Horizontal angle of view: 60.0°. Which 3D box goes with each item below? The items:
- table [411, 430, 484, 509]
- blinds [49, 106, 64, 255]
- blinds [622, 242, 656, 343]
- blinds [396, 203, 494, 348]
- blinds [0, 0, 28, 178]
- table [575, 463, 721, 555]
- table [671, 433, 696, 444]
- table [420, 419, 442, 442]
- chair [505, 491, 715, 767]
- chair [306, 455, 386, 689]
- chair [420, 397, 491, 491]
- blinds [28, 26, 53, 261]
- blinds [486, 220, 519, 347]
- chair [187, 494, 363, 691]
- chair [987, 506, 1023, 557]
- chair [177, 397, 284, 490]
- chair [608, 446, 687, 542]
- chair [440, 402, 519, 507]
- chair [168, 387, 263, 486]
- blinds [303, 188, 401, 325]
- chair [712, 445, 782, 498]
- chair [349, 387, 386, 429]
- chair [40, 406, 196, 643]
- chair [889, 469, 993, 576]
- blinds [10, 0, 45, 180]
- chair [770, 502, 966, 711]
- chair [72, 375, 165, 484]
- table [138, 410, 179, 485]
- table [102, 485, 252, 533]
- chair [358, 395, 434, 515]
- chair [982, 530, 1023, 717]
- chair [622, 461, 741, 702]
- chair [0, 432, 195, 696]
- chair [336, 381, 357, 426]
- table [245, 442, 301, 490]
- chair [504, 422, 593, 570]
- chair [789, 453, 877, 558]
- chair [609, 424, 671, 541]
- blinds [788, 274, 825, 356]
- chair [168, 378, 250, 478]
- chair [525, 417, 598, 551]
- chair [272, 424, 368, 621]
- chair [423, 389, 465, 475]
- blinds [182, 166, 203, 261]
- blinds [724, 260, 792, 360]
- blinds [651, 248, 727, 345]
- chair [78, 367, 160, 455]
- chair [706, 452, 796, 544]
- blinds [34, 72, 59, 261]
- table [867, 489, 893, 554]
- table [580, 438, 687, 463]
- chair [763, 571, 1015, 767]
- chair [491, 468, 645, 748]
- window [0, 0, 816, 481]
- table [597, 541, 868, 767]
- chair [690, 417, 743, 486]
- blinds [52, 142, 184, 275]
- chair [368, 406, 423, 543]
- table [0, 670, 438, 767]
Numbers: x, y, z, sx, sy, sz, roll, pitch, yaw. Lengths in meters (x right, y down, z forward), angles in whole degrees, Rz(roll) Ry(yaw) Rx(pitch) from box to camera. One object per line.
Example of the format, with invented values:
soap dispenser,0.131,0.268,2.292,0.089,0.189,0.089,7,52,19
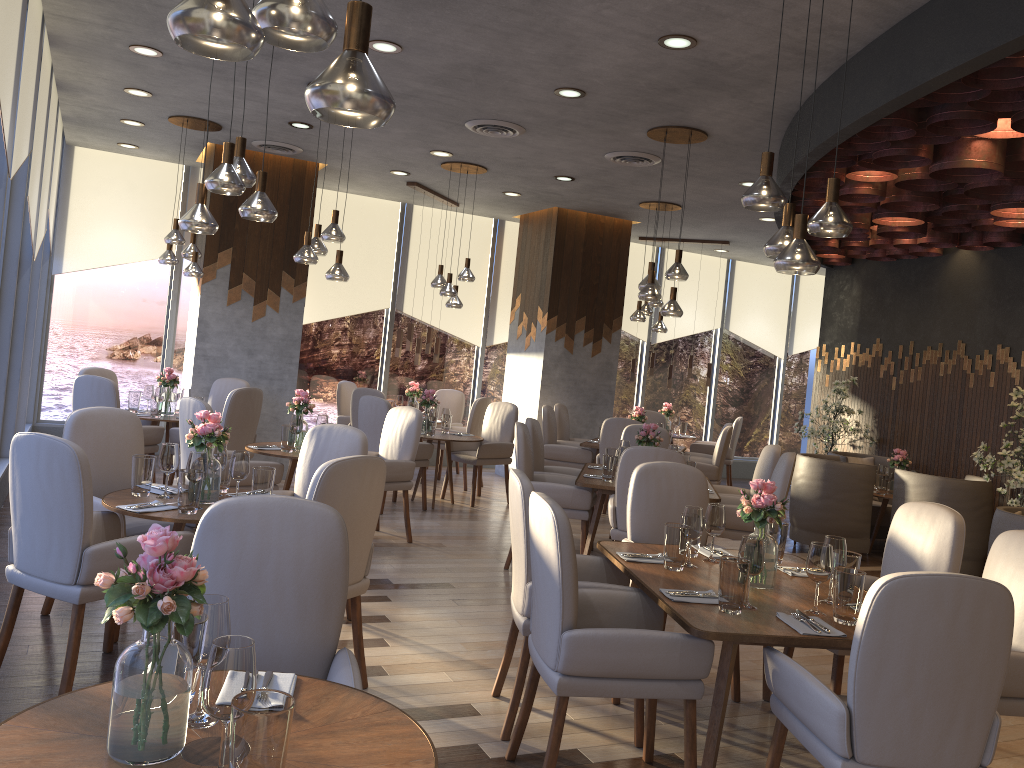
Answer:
table,-0.714,0.806,8.345,0.835,0.662,0.832,6,1,39
blinds,-4.410,-2.621,8.687,0.007,2.681,1.175,6,0,-25
blinds,1.493,-1.957,12.171,1.172,2.681,0.007,6,0,-25
blinds,-0.797,-1.841,11.099,1.172,2.681,0.007,6,0,-25
blinds,-2.274,-2.383,4.157,0.007,2.681,1.175,6,0,-25
table,0.948,1.025,6.465,0.965,0.666,1.307,6,1,8
table,1.940,0.979,11.517,0.832,0.662,0.835,5,1,-34
table,-1.158,0.716,9.925,0.833,0.662,0.834,6,1,-5
chair,0.321,0.895,3.046,0.599,1.000,0.528,6,0,-11
chair,-0.894,0.755,3.681,0.600,1.000,0.527,6,0,31
chair,-0.589,0.612,9.675,0.600,1.000,0.527,6,0,21
blinds,-3.370,-2.259,6.428,0.007,2.681,1.175,6,0,-25
blinds,0.327,-1.763,11.631,1.172,2.681,0.007,6,0,-25
chair,-0.649,0.822,2.197,0.528,1.000,0.600,6,0,-11
chair,3.132,1.193,5.234,0.596,0.837,0.774,6,1,14
chair,-1.881,0.594,5.811,0.599,1.000,0.529,5,0,-45
chair,0.868,0.874,5.632,0.528,1.000,0.599,6,0,11
chair,-0.297,0.667,8.787,0.529,1.000,0.599,6,0,42
chair,-2.436,0.495,7.318,0.600,1.000,0.527,6,0,22
blinds,-1.919,-1.945,10.568,1.172,2.681,0.007,6,0,-25
chair,1.653,0.924,6.641,0.600,1.000,0.528,6,0,4
chair,-1.409,0.540,9.310,0.529,1.000,0.599,6,0,24
chair,-1.871,0.639,4.301,0.600,1.000,0.527,6,0,31
chair,3.619,1.180,7.362,0.774,0.837,0.596,6,0,-10
blinds,-2.810,-2.469,5.300,0.007,2.681,1.175,6,0,-25
chair,1.536,0.994,3.798,0.599,1.000,0.528,6,0,-13
chair,-3.158,0.432,7.027,0.529,1.000,0.599,6,0,18
table,-3.006,0.598,7.630,0.832,0.662,0.835,5,1,-39
table,-1.428,0.860,4.003,0.833,0.662,0.835,5,1,-26
chair,-1.079,0.613,7.933,0.529,1.000,0.599,6,0,41
chair,1.637,1.021,3.238,0.599,1.000,0.528,6,0,-6
chair,0.806,0.908,4.253,0.528,1.000,0.600,6,0,-11
chair,-1.652,0.684,3.506,0.529,1.000,0.599,6,0,27
chair,-1.703,0.488,10.098,0.600,1.000,0.528,6,0,18
table,-1.469,0.792,6.208,0.835,0.662,0.833,6,1,24
chair,0.272,0.796,6.276,0.600,1.000,0.528,6,0,6
chair,2.816,1.081,7.986,0.595,0.837,0.774,6,1,-6
chair,1.077,0.847,7.288,0.528,1.000,0.599,6,0,5
blinds,4.867,-1.710,13.768,1.172,2.681,0.007,6,0,-25
chair,-2.766,0.439,8.119,0.529,1.000,0.599,6,0,19
chair,0.358,0.789,6.835,0.600,1.000,0.528,6,0,11
chair,-1.095,0.710,4.524,0.529,1.000,0.599,6,0,28
chair,-0.888,0.558,10.490,0.529,1.000,0.599,6,0,22
blinds,-3.015,-2.325,10.036,1.172,2.681,0.007,6,0,-25
blinds,3.737,-1.741,13.235,1.172,2.681,0.007,6,0,-25
blinds,2.614,-1.838,12.703,1.172,2.681,0.007,6,0,-25
chair,-3.497,0.376,7.778,0.600,1.000,0.527,6,0,22
chair,1.588,0.933,6.075,0.600,1.000,0.528,6,0,11
blinds,-3.900,-2.345,7.557,0.007,2.681,1.175,6,0,-25
table,3.476,1.283,8.075,0.832,0.562,0.835,5,1,-33
table,1.262,0.975,9.273,0.965,0.666,1.306,6,1,15
chair,1.077,0.983,2.604,0.528,1.000,0.600,6,0,-6
chair,0.241,0.870,3.606,0.599,1.000,0.528,6,0,-6
window,-1.163,-0.749,7.914,8.068,3.199,16.109,6,2,20
table,0.907,1.108,3.431,0.964,0.666,1.308,6,1,-9
chair,2.582,0.882,11.275,0.600,1.000,0.528,6,0,18
blinds,-4.140,-2.422,9.503,1.172,2.681,0.007,6,0,-25
chair,-1.035,0.656,6.602,0.599,1.000,0.529,5,0,-44
table,-0.586,1.012,1.650,0.833,0.662,0.835,5,1,-23
